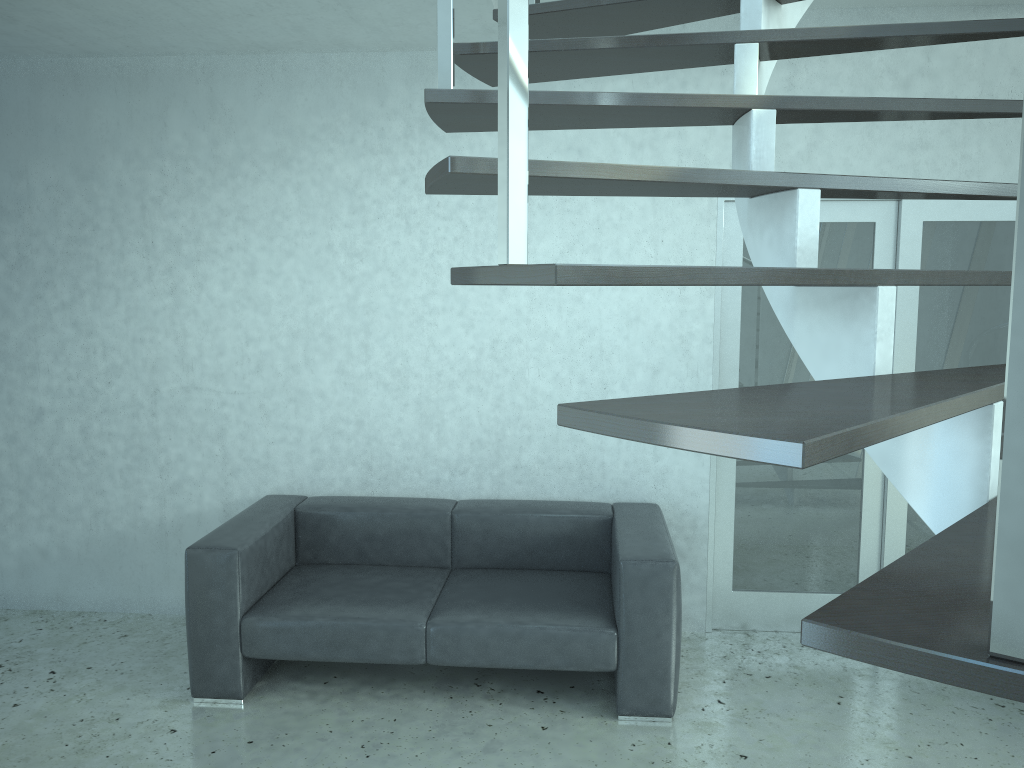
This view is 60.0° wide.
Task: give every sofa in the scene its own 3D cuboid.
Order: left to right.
[{"bbox_3d":[-0.304,0.925,3.965,2.025,0.652,0.943,1,7,5],"label":"sofa"}]

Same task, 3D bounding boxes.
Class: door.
[{"bbox_3d":[2.354,-0.203,4.607,2.576,3.200,1.162,-5,8,-37],"label":"door"}]

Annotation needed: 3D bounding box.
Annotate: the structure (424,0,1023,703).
[{"bbox_3d":[1.147,-0.617,2.250,2.655,4.156,3.780,1,7,5],"label":"structure"}]
